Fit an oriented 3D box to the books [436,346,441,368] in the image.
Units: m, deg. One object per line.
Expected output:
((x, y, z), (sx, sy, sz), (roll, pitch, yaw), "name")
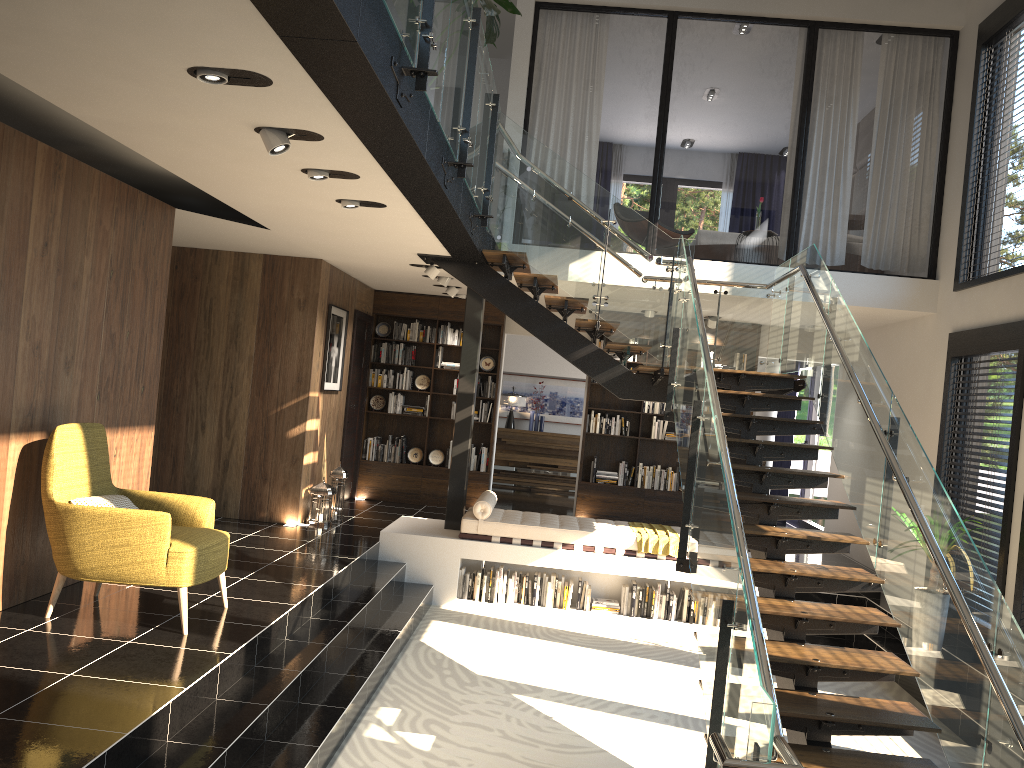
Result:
((-0.940, -0.344, 11.468), (0.027, 0.279, 0.166), (5, 0, 3), "books")

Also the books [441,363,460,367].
((-0.769, -0.236, 11.472), (0.266, 0.030, 0.209), (5, -1, 4), "books")

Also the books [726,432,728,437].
((2.730, 0.659, 11.190), (0.030, 0.244, 0.176), (5, 0, 3), "books")

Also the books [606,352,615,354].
((1.328, -0.391, 11.327), (0.270, 0.025, 0.156), (5, -1, 4), "books")

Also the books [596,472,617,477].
((1.211, 1.157, 11.345), (0.271, 0.025, 0.156), (5, -1, 4), "books")

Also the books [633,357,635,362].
((1.559, -0.416, 11.296), (0.029, 0.272, 0.173), (5, 0, 3), "books")

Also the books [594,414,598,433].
((1.071, 0.504, 11.337), (0.023, 0.245, 0.159), (5, 0, 3), "books")

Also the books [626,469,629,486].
((1.468, 1.193, 11.335), (0.023, 0.212, 0.123), (5, 0, 3), "books")

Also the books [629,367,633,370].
((1.509, -0.090, 11.306), (0.032, 0.247, 0.114), (5, 0, 3), "books")

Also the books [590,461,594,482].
((1.023, 1.122, 11.359), (0.025, 0.270, 0.156), (5, 0, 3), "books")

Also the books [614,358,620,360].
((1.320, -0.315, 11.319), (0.268, 0.026, 0.156), (5, -1, 7), "books")

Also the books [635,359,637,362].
((1.585, -0.429, 11.301), (0.019, 0.303, 0.129), (5, 0, 3), "books")

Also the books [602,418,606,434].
((1.170, 0.537, 11.317), (0.024, 0.197, 0.173), (5, 0, 3), "books")

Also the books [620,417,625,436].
((1.411, 0.541, 11.298), (0.070, 0.236, 0.206), (5, 0, 3), "books")

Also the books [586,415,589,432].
((0.963, 0.503, 11.355), (0.025, 0.227, 0.156), (5, 0, 3), "books")

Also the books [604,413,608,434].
((1.200, 0.503, 11.320), (0.029, 0.272, 0.152), (5, 0, 3), "books")

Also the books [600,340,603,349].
((1.137, -0.435, 11.313), (0.030, 0.231, 0.200), (5, 0, 3), "books")

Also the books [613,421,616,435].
((1.308, 0.564, 11.319), (0.027, 0.171, 0.146), (5, 0, 3), "books")

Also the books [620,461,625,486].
((1.409, 1.138, 11.323), (0.031, 0.310, 0.169), (5, 0, 3), "books")

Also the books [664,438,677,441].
((2.064, 0.707, 11.246), (0.274, 0.025, 0.156), (5, -1, 0), "books")

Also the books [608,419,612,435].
((1.249, 0.547, 11.324), (0.033, 0.193, 0.172), (5, 0, 3), "books")

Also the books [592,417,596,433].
((1.043, 0.524, 11.319), (0.028, 0.199, 0.175), (5, 0, 3), "books")

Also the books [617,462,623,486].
((1.376, 1.148, 11.306), (0.030, 0.284, 0.177), (5, 0, 3), "books")

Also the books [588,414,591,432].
((0.991, 0.500, 11.358), (0.028, 0.237, 0.134), (5, 0, 3), "books")

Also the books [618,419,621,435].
((1.366, 0.552, 11.319), (0.030, 0.205, 0.170), (5, 0, 3), "books")

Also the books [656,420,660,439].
((1.846, 0.576, 11.254), (0.030, 0.245, 0.166), (5, 0, 3), "books")

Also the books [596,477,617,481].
((1.206, 1.212, 11.345), (0.271, 0.025, 0.156), (5, -1, 4), "books")

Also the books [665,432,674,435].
((2.071, 0.633, 11.246), (0.274, 0.025, 0.156), (5, -1, 7), "books")

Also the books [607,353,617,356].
((1.325, -0.365, 11.323), (0.250, 0.026, 0.148), (5, -1, 7), "books")

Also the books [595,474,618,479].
((1.207, 1.184, 11.331), (0.287, 0.030, 0.176), (5, -1, 1), "books")

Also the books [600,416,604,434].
((1.146, 0.520, 11.327), (0.028, 0.227, 0.136), (5, 0, 3), "books")

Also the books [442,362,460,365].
((-0.766, -0.261, 11.481), (0.264, 0.021, 0.189), (5, -1, 1), "books")

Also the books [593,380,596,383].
((1.057, -0.098, 11.321), (0.037, 0.177, 0.109), (5, 0, 3), "books")

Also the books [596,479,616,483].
((1.202, 1.237, 11.333), (0.258, 0.024, 0.167), (5, -1, 4), "books")

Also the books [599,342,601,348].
((1.111, -0.431, 11.325), (0.021, 0.217, 0.180), (5, 0, 3), "books")

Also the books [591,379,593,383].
((1.026, -0.118, 11.332), (0.030, 0.212, 0.127), (5, 0, 3), "books")

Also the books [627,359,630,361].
((1.495, -0.428, 11.288), (0.030, 0.284, 0.176), (5, 0, 3), "books")

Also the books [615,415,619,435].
((1.338, 0.524, 11.296), (0.029, 0.256, 0.167), (5, 0, 3), "books")

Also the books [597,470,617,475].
((1.213, 1.132, 11.335), (0.257, 0.024, 0.167), (5, -1, 3), "books")

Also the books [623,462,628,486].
((1.442, 1.145, 11.316), (0.036, 0.302, 0.186), (5, 0, 3), "books")

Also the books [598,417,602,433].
((1.121, 0.528, 11.329), (0.022, 0.207, 0.130), (5, 0, 3), "books")

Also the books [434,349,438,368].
((-0.967, -0.328, 11.496), (0.028, 0.242, 0.194), (5, 0, 3), "books")

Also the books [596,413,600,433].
((1.097, 0.500, 11.317), (0.029, 0.258, 0.181), (5, 0, 3), "books")

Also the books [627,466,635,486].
((1.518, 1.176, 11.316), (0.075, 0.254, 0.181), (5, 0, 3), "books")

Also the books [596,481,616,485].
((1.201, 1.262, 11.349), (0.247, 0.026, 0.148), (5, -1, 2), "books")

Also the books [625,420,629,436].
((1.459, 0.558, 11.297), (0.028, 0.210, 0.169), (5, 0, 3), "books")

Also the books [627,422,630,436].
((1.485, 0.574, 11.338), (0.022, 0.185, 0.127), (5, 0, 3), "books")

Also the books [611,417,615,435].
((1.281, 0.536, 11.310), (0.030, 0.222, 0.190), (5, 0, 3), "books")

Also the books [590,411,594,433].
((1.019, 0.480, 11.322), (0.028, 0.282, 0.169), (5, 0, 3), "books")

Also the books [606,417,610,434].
((1.223, 0.533, 11.332), (0.021, 0.216, 0.170), (5, 0, 3), "books")

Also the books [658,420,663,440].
((1.877, 0.579, 11.227), (0.036, 0.244, 0.194), (5, 0, 3), "books")

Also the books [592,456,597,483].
((1.050, 1.089, 11.312), (0.028, 0.340, 0.203), (5, 0, 3), "books")

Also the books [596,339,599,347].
((1.087, -0.450, 11.334), (0.032, 0.250, 0.167), (5, 0, 3), "books")

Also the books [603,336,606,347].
((1.169, -0.462, 11.311), (0.028, 0.290, 0.170), (5, 0, 3), "books")

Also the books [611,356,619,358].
((1.323, -0.340, 11.322), (0.273, 0.025, 0.156), (5, -1, 1), "books")

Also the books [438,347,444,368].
((-0.918, -0.341, 11.472), (0.016, 0.278, 0.209), (5, 0, 3), "books")

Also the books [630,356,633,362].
((1.530, -0.438, 11.298), (0.034, 0.311, 0.149), (5, 0, 3), "books")
